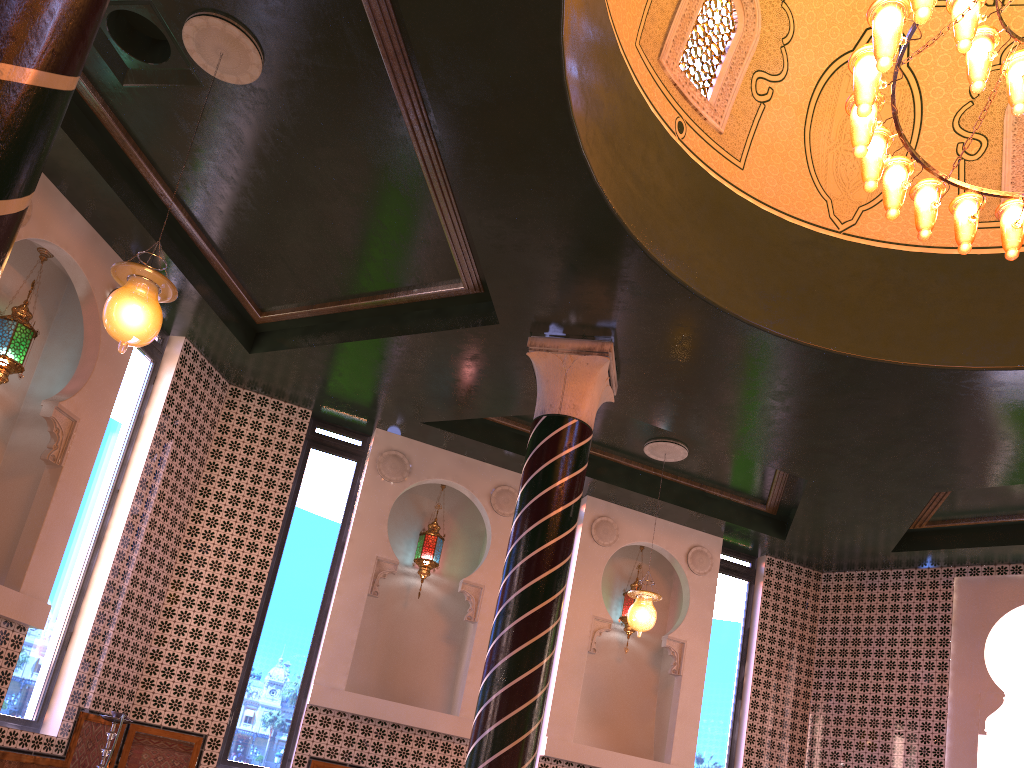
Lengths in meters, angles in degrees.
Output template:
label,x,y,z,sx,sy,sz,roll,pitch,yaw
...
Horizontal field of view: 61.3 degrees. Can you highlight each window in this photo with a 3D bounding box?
label,x,y,z,sx,sy,sz,roll,pitch,yaw
window,-4.150,1.303,8.247,0.090,3.761,0.829,7,-17,14
window,-2.525,2.549,10.077,0.788,3.761,0.095,17,-17,-17
window,2.752,4.399,11.717,0.788,3.761,0.095,17,-17,-17
window,3.348,-3.442,5.225,5.629,1.096,6.059,-17,-37,43

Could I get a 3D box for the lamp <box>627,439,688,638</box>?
label,x,y,z,sx,sy,sz,roll,pitch,yaw
lamp,1.613,1.795,9.912,0.518,2.180,0.553,11,-17,3

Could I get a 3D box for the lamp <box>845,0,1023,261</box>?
label,x,y,z,sx,sy,sz,roll,pitch,yaw
lamp,3.447,-3.429,5.094,2.456,4.330,2.658,4,-20,21

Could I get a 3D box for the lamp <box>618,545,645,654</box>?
label,x,y,z,sx,sy,sz,roll,pitch,yaw
lamp,1.657,2.899,11.685,0.323,1.471,0.385,3,-19,26

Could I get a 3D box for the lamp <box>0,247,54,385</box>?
label,x,y,z,sx,sy,sz,roll,pitch,yaw
lamp,-4.209,-0.455,7.320,0.328,1.471,0.379,-6,-24,45

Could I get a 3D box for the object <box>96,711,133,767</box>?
label,x,y,z,sx,sy,sz,roll,pitch,yaw
object,-3.673,3.549,7.697,0.315,1.179,0.471,25,-22,-37

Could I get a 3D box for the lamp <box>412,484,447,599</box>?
label,x,y,z,sx,sy,sz,roll,pitch,yaw
lamp,-1.011,1.955,10.838,0.329,1.471,0.379,15,-17,-12

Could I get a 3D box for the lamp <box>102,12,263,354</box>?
label,x,y,z,sx,sy,sz,roll,pitch,yaw
lamp,-2.121,-1.211,5.428,0.518,2.180,0.553,11,-17,3
